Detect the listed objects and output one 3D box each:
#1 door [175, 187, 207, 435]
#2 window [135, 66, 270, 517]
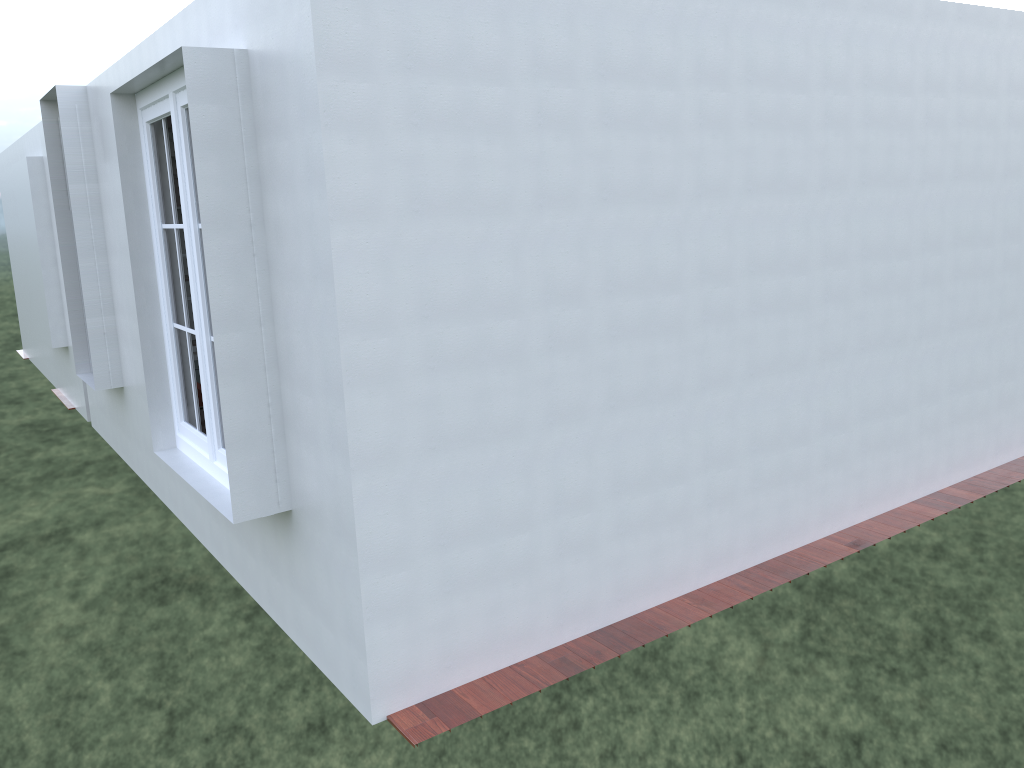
[{"bbox_3d":[-1.746,-0.270,6.105,1.165,2.163,0.041,-10,11,-33],"label":"door"},{"bbox_3d":[-1.524,-0.507,4.389,0.128,1.967,1.535,-9,12,-33],"label":"window"}]
